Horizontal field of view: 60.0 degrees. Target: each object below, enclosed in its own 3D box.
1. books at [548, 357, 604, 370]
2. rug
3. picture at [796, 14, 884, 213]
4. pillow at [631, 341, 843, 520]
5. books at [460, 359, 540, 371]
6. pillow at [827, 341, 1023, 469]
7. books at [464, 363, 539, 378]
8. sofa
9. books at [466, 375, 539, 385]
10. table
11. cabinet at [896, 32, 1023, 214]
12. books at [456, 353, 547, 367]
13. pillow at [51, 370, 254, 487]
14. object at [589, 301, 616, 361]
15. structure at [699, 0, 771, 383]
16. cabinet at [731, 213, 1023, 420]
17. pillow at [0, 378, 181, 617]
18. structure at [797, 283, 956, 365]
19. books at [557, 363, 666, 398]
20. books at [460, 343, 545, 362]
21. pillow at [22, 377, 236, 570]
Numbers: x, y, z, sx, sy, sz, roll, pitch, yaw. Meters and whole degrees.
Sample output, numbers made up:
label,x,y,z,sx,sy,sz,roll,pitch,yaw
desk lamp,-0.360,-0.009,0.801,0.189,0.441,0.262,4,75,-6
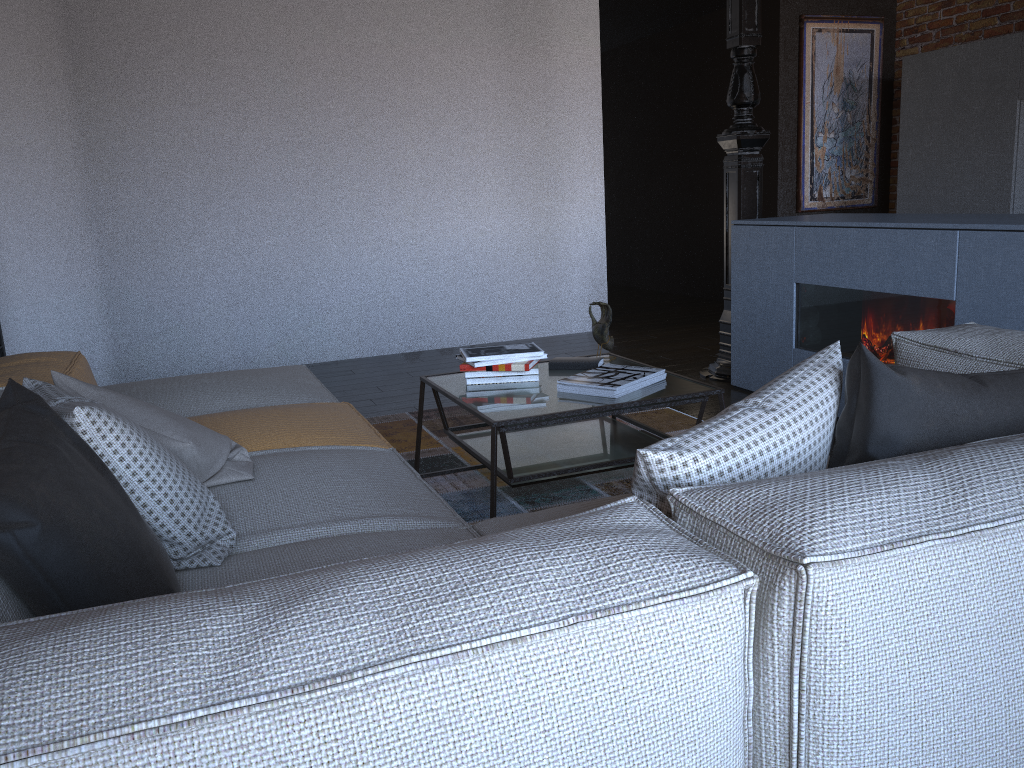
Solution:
label,x,y,z,sx,sy,sz,roll,pitch,yaw
books,0.233,-0.077,3.188,0.182,0.029,0.129,1,13,17
rug,0.285,0.299,3.409,1.431,0.013,2.361,-8,13,-20
picture,2.575,-2.115,6.975,0.780,1.472,0.067,-8,13,-20
pillow,0.348,0.156,1.385,0.543,0.402,0.250,-13,16,-37
books,-0.038,-0.073,3.043,0.239,0.023,0.190,0,12,14
pillow,0.671,0.106,1.474,0.538,0.418,0.238,-10,14,-30
books,-0.037,-0.058,3.071,0.251,0.023,0.208,-3,12,-1
sofa,-0.163,0.200,2.460,2.535,0.698,3.297,-8,13,-20
books,-0.034,-0.036,3.076,0.247,0.024,0.208,-3,12,-1
table,0.171,0.183,2.978,0.842,0.389,0.847,-8,13,-20
cabinet,3.828,-1.052,4.536,0.713,1.811,4.169,-8,13,-20
books,-0.037,-0.096,3.059,0.268,0.014,0.196,-8,13,-21
pillow,-0.809,0.113,2.063,0.485,0.314,0.358,2,13,22
object,0.328,-0.199,3.267,0.099,0.223,0.093,1,13,19
structure,-1.854,-0.523,2.091,8.508,2.397,0.481,-13,16,-38
cabinet,1.911,-0.166,3.195,0.607,0.845,2.957,-8,13,-20
pillow,-0.671,0.211,1.365,0.263,0.401,0.509,-9,14,-26
structure,1.602,-0.222,3.669,0.332,0.395,0.943,-8,13,-20
books,0.324,-0.013,2.858,0.225,0.038,0.308,7,16,39
books,-0.038,-0.111,3.056,0.268,0.014,0.196,-5,12,-9
pillow,-0.742,0.159,1.697,0.293,0.355,0.495,-12,15,-34
